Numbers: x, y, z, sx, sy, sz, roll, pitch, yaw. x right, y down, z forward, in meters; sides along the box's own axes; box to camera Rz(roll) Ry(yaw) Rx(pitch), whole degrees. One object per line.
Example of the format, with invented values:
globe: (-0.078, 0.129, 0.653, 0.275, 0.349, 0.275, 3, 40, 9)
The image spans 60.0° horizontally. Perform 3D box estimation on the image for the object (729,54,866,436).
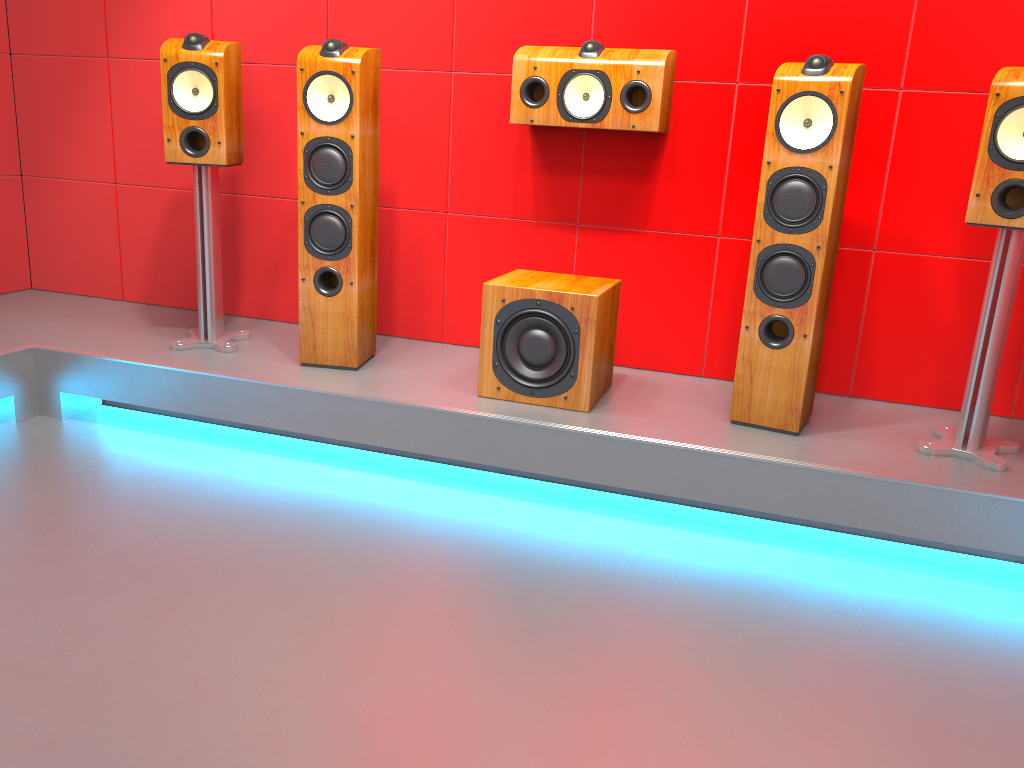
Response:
object: (0.822, -0.393, 2.575, 0.203, 1.052, 0.238, 11, 18, 26)

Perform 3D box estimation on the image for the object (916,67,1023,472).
object: (1.337, -0.316, 2.400, 0.231, 1.058, 0.265, 15, 19, 35)

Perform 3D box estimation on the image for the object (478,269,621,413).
object: (0.123, -0.150, 2.843, 0.360, 0.360, 0.360, 8, 16, 16)

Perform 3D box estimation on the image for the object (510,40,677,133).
object: (0.268, -0.984, 2.928, 0.493, 0.271, 0.235, 8, 16, 16)

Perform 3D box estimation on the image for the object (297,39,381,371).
object: (-0.578, -0.586, 2.963, 0.203, 1.052, 0.238, 5, 16, 7)

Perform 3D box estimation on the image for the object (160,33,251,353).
object: (-1.069, -0.659, 3.106, 0.231, 1.058, 0.265, 3, 16, -3)
